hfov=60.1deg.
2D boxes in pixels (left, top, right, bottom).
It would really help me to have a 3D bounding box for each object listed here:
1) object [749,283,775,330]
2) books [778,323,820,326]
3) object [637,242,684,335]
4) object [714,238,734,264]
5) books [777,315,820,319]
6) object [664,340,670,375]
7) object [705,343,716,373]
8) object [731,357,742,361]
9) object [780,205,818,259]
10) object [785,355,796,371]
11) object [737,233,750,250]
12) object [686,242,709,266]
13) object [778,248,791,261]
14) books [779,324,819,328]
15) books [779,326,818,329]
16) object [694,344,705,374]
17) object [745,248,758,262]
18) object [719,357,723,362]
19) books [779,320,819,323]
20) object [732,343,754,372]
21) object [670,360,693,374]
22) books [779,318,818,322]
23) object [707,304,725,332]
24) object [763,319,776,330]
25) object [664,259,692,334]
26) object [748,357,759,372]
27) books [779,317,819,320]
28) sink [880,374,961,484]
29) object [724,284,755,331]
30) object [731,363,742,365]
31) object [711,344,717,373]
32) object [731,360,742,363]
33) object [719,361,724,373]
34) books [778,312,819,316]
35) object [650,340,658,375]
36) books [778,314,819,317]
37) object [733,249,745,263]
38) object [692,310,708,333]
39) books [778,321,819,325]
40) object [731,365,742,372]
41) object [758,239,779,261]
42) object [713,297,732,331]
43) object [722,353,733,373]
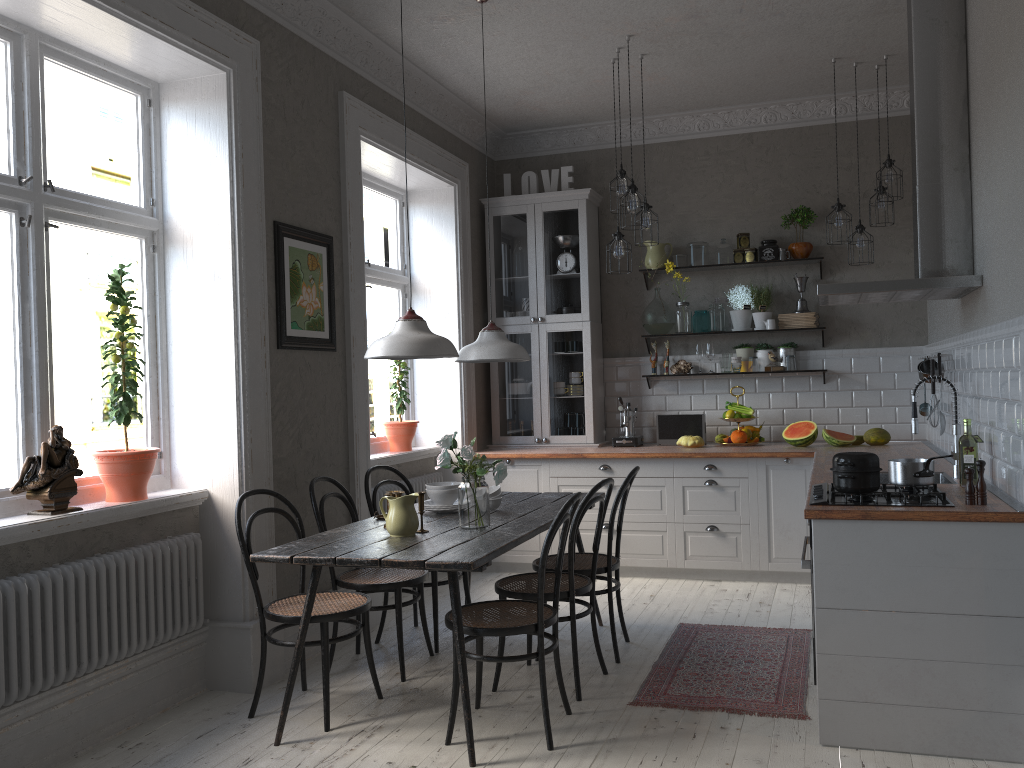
[{"bbox_3d":[1.803,-0.576,6.408,0.187,0.380,0.167,-2,0,-21],"label":"object"},{"bbox_3d":[2.058,-0.423,6.358,0.256,0.016,0.161,-2,0,31],"label":"books"},{"bbox_3d":[1.069,-0.704,6.591,0.337,0.674,0.334,-2,0,-13],"label":"object"},{"bbox_3d":[1.574,-0.972,6.581,0.142,0.220,0.138,-2,0,-22],"label":"object"},{"bbox_3d":[2.057,-0.477,6.358,0.256,0.016,0.161,-2,0,31],"label":"books"},{"bbox_3d":[1.165,-0.199,6.636,0.063,0.264,0.052,-2,0,-35],"label":"object"},{"bbox_3d":[1.448,-0.187,6.462,0.081,0.217,0.082,-2,0,5],"label":"object"},{"bbox_3d":[1.621,-0.170,6.396,0.077,0.051,0.077,-2,0,4],"label":"object"},{"bbox_3d":[2.067,-1.076,6.313,0.255,0.397,0.246,-2,0,43],"label":"object"},{"bbox_3d":[1.985,-0.150,6.310,0.077,0.108,0.078,-2,0,12],"label":"object"},{"bbox_3d":[1.678,-1.034,6.426,0.083,0.113,0.082,-2,0,-1],"label":"object"},{"bbox_3d":[1.374,-0.948,6.545,0.175,0.184,0.168,-2,0,-32],"label":"object"},{"bbox_3d":[1.939,-0.922,6.301,0.092,0.096,0.075,-2,0,19],"label":"object"},{"bbox_3d":[2.059,-0.412,6.358,0.257,0.011,0.160,-2,0,24],"label":"books"},{"bbox_3d":[2.059,-0.400,6.358,0.257,0.011,0.160,-2,0,21],"label":"books"},{"bbox_3d":[1.396,-0.186,6.579,0.081,0.217,0.082,-2,0,5],"label":"object"},{"bbox_3d":[1.735,-0.924,6.418,0.081,0.113,0.084,-2,0,29],"label":"object"},{"bbox_3d":[1.569,-0.158,6.539,0.076,0.083,0.079,-2,0,36],"label":"object"},{"bbox_3d":[2.058,-0.444,6.358,0.257,0.011,0.160,-2,0,24],"label":"books"},{"bbox_3d":[1.697,-0.196,6.505,0.157,0.217,0.156,-2,0,-2],"label":"object"},{"bbox_3d":[1.256,-0.127,6.581,0.177,0.111,0.096,-2,0,-4],"label":"object"},{"bbox_3d":[2.057,-0.456,6.358,0.257,0.011,0.160,-2,0,21],"label":"books"},{"bbox_3d":[1.492,-0.479,6.468,0.122,0.206,0.127,-2,0,41],"label":"object"},{"bbox_3d":[1.849,-0.424,6.327,0.064,0.071,0.104,-2,0,-41],"label":"object"},{"bbox_3d":[1.220,-0.640,6.496,0.190,0.540,0.283,-2,0,11],"label":"object"},{"bbox_3d":[1.749,-0.143,6.413,0.077,0.108,0.078,-2,0,12],"label":"object"},{"bbox_3d":[2.057,-0.466,6.358,0.257,0.011,0.160,-2,0,24],"label":"books"},{"bbox_3d":[1.784,0.321,4.057,0.521,0.720,0.492,-2,0,19],"label":"sink"},{"bbox_3d":[1.697,-0.561,6.497,0.240,0.354,0.239,-2,0,37],"label":"object"},{"bbox_3d":[1.622,-0.127,6.396,0.076,0.051,0.078,-2,0,12],"label":"object"},{"bbox_3d":[1.476,-0.188,6.548,0.081,0.217,0.082,-2,0,5],"label":"object"},{"bbox_3d":[1.622,-0.145,6.396,0.075,0.051,0.079,-2,0,37],"label":"object"},{"bbox_3d":[1.570,-0.125,6.539,0.076,0.083,0.079,-2,0,36],"label":"object"},{"bbox_3d":[2.056,-0.498,6.358,0.257,0.011,0.160,-2,0,24],"label":"books"},{"bbox_3d":[1.071,-0.196,6.683,0.053,0.264,0.061,-2,0,-10],"label":"object"},{"bbox_3d":[2.057,-0.488,6.358,0.256,0.016,0.160,-2,0,27],"label":"books"},{"bbox_3d":[1.654,-0.921,6.448,0.082,0.113,0.084,-2,0,19],"label":"object"},{"bbox_3d":[1.407,-0.460,6.591,0.124,0.172,0.128,-2,0,22],"label":"object"},{"bbox_3d":[2.058,-0.434,6.358,0.256,0.016,0.160,-2,0,27],"label":"books"},{"bbox_3d":[1.623,-0.110,6.396,0.076,0.051,0.078,-2,0,12],"label":"object"},{"bbox_3d":[1.867,-0.958,6.428,0.140,0.174,0.144,-2,0,19],"label":"object"},{"bbox_3d":[1.565,-0.510,6.605,0.129,0.264,0.133,-2,0,24],"label":"object"},{"bbox_3d":[1.572,-0.152,6.458,0.079,0.139,0.078,-2,0,-9],"label":"object"}]
